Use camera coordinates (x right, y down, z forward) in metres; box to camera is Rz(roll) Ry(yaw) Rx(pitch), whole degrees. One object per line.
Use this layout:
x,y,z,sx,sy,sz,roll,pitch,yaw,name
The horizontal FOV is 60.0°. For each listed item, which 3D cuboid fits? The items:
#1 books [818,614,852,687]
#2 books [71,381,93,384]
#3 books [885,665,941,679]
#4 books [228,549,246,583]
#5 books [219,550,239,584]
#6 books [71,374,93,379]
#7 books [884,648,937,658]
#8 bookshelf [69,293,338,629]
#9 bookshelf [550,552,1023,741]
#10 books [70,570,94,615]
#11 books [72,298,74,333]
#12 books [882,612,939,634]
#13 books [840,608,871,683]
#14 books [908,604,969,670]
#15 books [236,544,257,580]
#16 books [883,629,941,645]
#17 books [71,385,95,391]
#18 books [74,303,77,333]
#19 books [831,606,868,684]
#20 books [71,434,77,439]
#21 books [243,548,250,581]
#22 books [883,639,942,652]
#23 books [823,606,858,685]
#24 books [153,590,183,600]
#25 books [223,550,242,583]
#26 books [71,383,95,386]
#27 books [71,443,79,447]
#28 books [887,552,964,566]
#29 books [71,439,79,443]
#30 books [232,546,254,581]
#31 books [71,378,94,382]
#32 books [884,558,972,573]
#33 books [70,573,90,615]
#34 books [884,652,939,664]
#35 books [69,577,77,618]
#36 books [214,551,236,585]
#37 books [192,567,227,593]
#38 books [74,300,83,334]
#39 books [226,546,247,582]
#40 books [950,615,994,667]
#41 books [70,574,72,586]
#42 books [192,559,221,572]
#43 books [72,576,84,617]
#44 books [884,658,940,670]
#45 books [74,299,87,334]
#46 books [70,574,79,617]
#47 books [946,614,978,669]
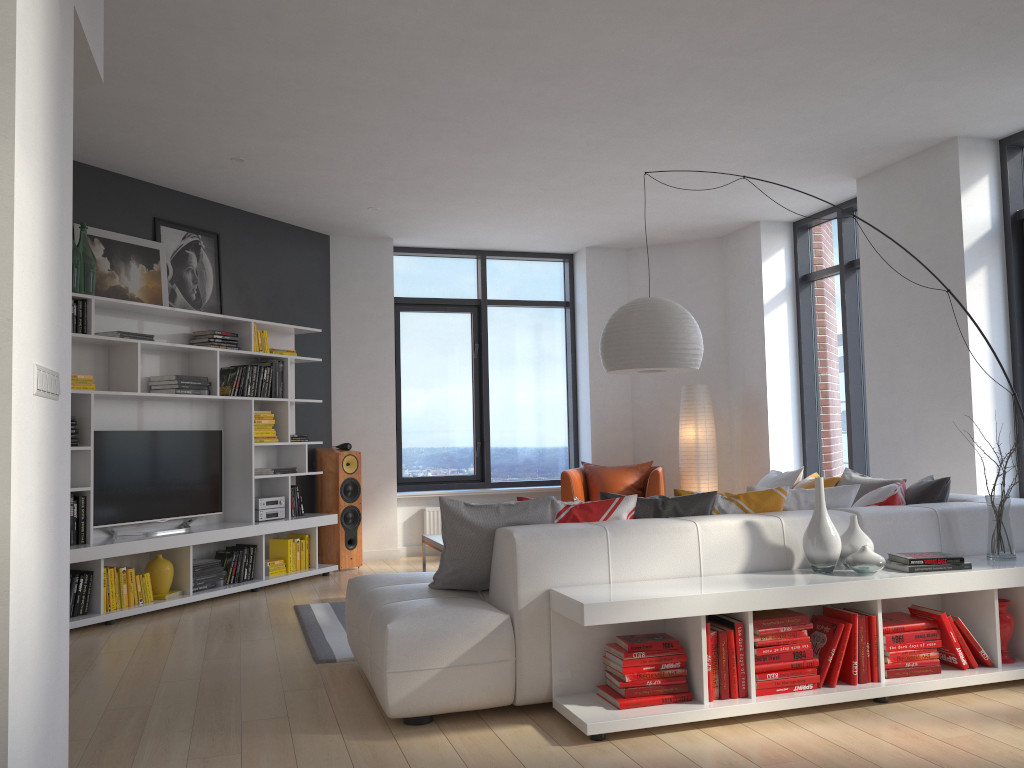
1.284,1.083,3.613,0.115,0.245,0.192,0,-4,-17,books
-2.752,-0.008,5.586,0.113,0.018,0.169,-3,-4,29,books
1.627,1.189,3.740,0.259,0.034,0.206,0,-4,-14,books
-2.055,1.346,6.575,0.172,0.242,0.069,-3,-4,29,books
-2.109,1.348,6.529,0.187,0.234,0.096,-3,-4,28,books
-2.776,-0.042,5.603,0.138,0.026,0.186,-3,-4,28,books
1.627,1.110,3.735,0.236,0.023,0.178,0,-4,-17,books
-2.362,0.500,6.179,0.455,2.052,3.000,-3,-4,28,bookshelf
1.449,1.037,3.694,2.600,0.500,0.356,0,-4,-17,bookshelf
-2.675,1.283,5.473,0.197,0.260,0.066,-3,-4,28,books
-2.812,-0.419,5.561,0.176,0.232,0.025,-3,-4,28,books
1.612,1.020,3.784,0.301,0.032,0.227,0,-4,-17,books
1.408,1.075,3.659,0.028,0.266,0.188,0,-4,-17,books
1.822,1.081,3.794,0.134,0.248,0.192,0,-4,-17,books
-2.021,1.343,6.695,0.197,0.260,0.066,-3,-4,28,books
1.626,1.054,3.760,0.279,0.039,0.206,0,-4,-18,books
-2.763,0.030,5.595,0.147,0.033,0.190,-3,-4,28,books
-2.796,-0.404,5.580,0.147,0.200,0.021,-3,-4,28,books
1.376,1.073,3.659,0.038,0.270,0.215,0,-4,-17,books
-2.851,0.323,5.431,0.209,0.030,0.266,-3,-4,26,books
-2.049,1.349,6.629,0.179,0.243,0.068,-3,-4,26,books
1.634,1.085,3.744,0.261,0.027,0.191,-1,-4,-13,books
1.344,1.068,3.633,0.046,0.282,0.199,0,-4,-17,books
-2.399,1.423,5.990,0.270,0.029,0.204,-2,-4,13,books
-2.082,1.349,6.550,0.169,0.233,0.081,-3,-4,27,books
-2.766,0.007,5.599,0.148,0.011,0.196,-3,-4,28,books
-2.829,0.375,5.424,0.189,0.026,0.263,-3,-4,26,books
1.764,0.746,3.788,0.238,0.027,0.188,-1,-4,-4,books
-2.830,0.350,5.427,0.189,0.025,0.270,-3,-4,27,books
-2.036,1.346,6.664,0.191,0.249,0.084,-3,-4,28,books
-2.763,-0.022,5.600,0.134,0.014,0.187,-3,-4,28,books
1.758,0.774,3.810,0.300,0.026,0.245,-1,-4,-12,books
-2.690,1.286,5.442,0.191,0.249,0.084,-3,-4,28,books
1.627,1.134,3.742,0.257,0.025,0.182,0,-4,-17,books
-2.710,1.286,5.353,0.172,0.242,0.069,-3,-4,29,books
-2.120,1.346,6.497,0.182,0.234,0.104,-3,-4,28,books
-2.252,1.384,6.307,0.277,0.137,0.343,-3,-4,23,books
-2.784,-0.411,5.607,0.169,0.218,0.038,-3,-4,28,books
-2.067,1.341,6.608,0.192,0.254,0.075,-3,-4,27,books
1.923,1.095,3.818,0.186,0.223,0.188,0,-4,-17,books
-2.746,1.277,5.347,0.197,0.260,0.066,-3,-4,28,books
-2.276,1.293,6.318,0.250,0.047,0.310,-3,-4,23,books
-2.698,1.287,5.403,0.179,0.243,0.071,-3,-4,27,books
1.620,1.159,3.731,0.266,0.026,0.187,-1,-4,-12,books
-2.765,-0.417,5.628,0.174,0.230,0.019,-3,-4,28,books
-2.722,1.281,5.387,0.192,0.254,0.075,-3,-4,27,books
1.869,1.089,3.802,0.148,0.232,0.171,0,-4,-16,books
